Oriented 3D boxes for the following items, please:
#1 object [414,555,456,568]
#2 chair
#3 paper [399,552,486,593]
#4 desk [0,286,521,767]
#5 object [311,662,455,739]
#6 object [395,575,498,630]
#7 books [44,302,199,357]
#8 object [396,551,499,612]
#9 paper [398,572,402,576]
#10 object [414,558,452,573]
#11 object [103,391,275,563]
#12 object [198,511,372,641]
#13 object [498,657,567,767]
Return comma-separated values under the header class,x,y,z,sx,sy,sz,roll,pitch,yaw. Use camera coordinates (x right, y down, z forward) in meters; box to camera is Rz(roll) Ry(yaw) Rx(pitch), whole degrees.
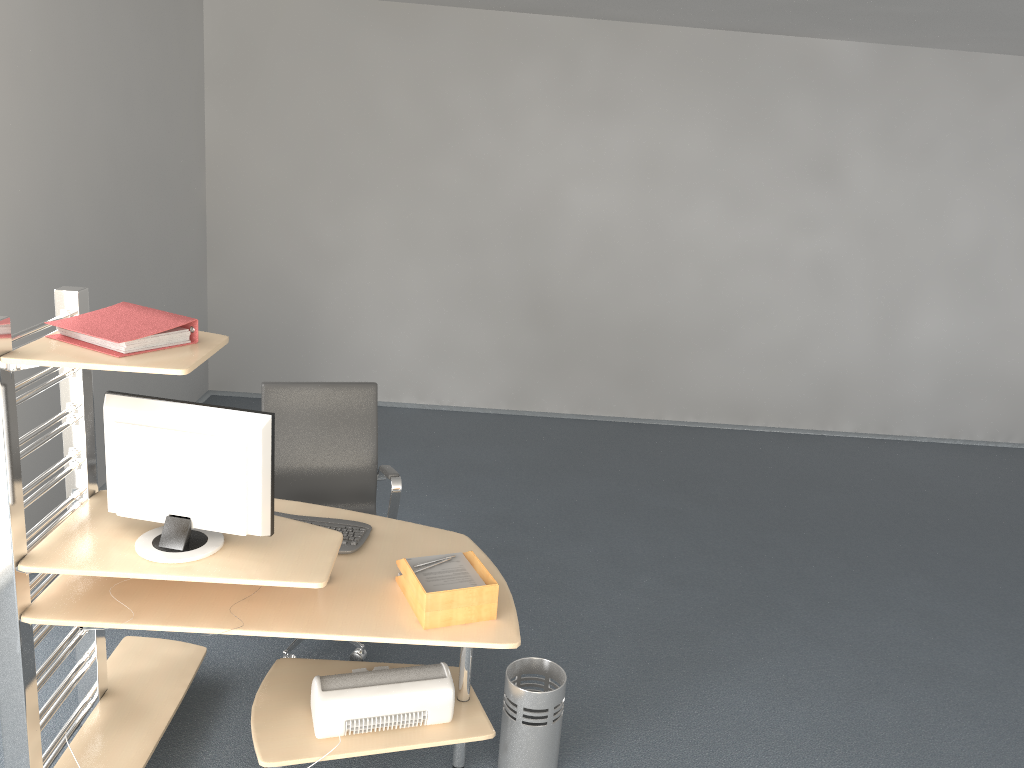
class,x,y,z,sx,sy,sz,roll,pitch,yaw
object,-0.241,0.558,2.800,0.159,0.009,0.008,-7,19,-37
chair,-0.781,0.579,3.659,0.584,1.048,0.652,0,16,-16
paper,-0.204,0.594,2.712,0.210,0.010,0.297,-2,17,-23
desk,-0.715,0.515,2.930,1.469,1.566,0.967,4,15,-3
object,-0.438,0.976,2.915,0.438,0.162,0.351,0,16,-18
object,-0.206,0.633,2.721,0.225,0.060,0.309,-2,17,-23
books,-1.103,-0.160,2.511,0.320,0.072,0.262,13,17,28
object,-0.202,0.578,2.707,0.225,0.060,0.309,-2,17,-23
paper,-0.208,0.644,2.726,0.210,0.019,0.297,-2,17,-23
object,-0.247,0.566,2.772,0.008,0.009,0.159,18,20,41
object,-0.968,0.268,2.552,0.516,0.418,0.245,10,16,19
object,-0.768,0.601,2.830,0.478,0.082,0.814,6,15,5
object,0.068,1.167,3.061,0.208,0.377,0.208,17,20,39
